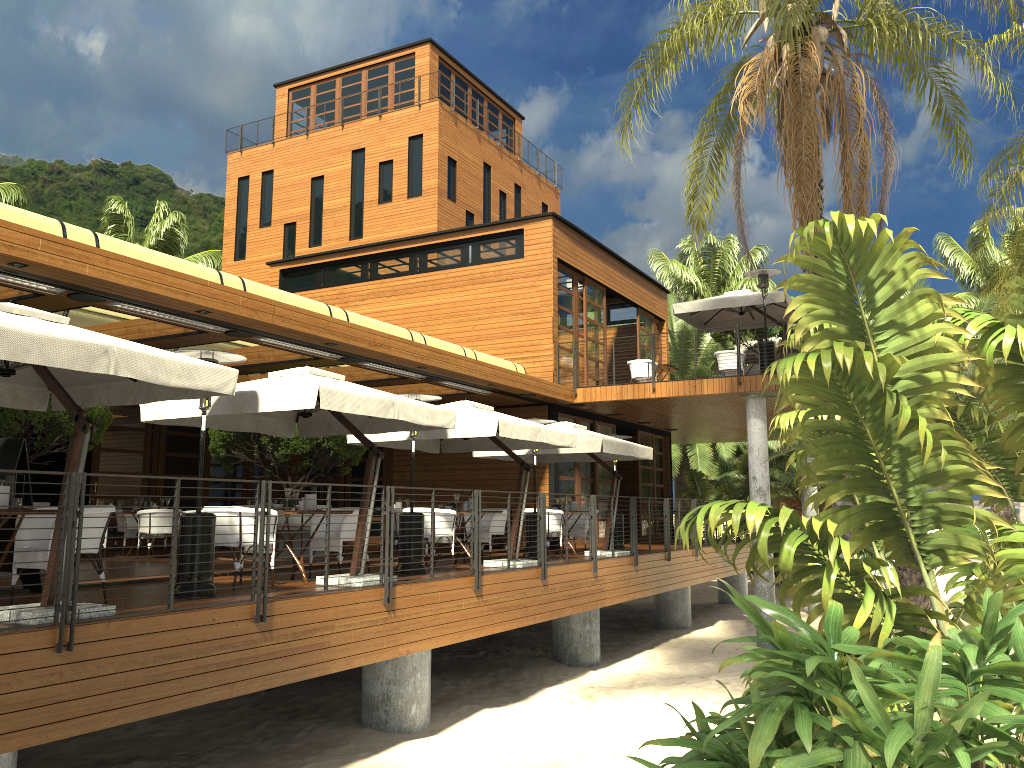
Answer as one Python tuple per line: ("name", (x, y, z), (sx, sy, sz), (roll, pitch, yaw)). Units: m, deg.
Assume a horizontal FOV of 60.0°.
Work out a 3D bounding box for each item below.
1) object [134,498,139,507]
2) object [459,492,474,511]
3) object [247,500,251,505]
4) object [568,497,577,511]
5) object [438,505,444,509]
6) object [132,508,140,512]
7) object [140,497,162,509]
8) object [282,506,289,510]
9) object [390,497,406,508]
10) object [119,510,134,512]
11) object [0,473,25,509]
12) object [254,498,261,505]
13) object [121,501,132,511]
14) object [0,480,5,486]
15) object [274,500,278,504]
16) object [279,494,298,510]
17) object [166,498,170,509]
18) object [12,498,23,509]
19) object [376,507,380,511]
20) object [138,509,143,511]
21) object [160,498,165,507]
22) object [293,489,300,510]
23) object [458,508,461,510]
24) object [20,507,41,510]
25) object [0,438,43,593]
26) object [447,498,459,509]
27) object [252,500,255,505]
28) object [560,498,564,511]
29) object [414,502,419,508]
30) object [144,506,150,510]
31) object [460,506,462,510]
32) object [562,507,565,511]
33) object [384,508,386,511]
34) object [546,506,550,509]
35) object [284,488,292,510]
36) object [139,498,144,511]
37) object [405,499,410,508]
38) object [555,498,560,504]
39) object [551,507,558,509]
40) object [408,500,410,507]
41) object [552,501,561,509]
("object", (-6.404, 2.056, 15.095), (0.082, 0.227, 0.082), (9, -13, -43))
("object", (-0.578, 1.638, 12.377), (0.263, 0.265, 0.263), (3, -9, -17))
("object", (-5.186, 2.400, 17.469), (0.082, 0.227, 0.082), (4, -10, -24))
("object", (1.031, 2.068, 15.349), (0.263, 0.265, 0.263), (3, -9, -17))
("object", (-0.986, 1.721, 12.333), (0.086, 0.086, 0.086), (-6, -10, 32))
("object", (-6.296, 2.106, 14.850), (0.116, 0.065, 0.116), (7, -11, -40))
("object", (-6.115, 2.029, 15.011), (0.263, 0.265, 0.263), (8, -12, -44))
("object", (-2.380, 1.307, 9.314), (0.080, 0.042, 0.080), (2, -9, -10))
("object", (-2.143, 2.252, 16.587), (0.263, 0.265, 0.263), (2, -9, -16))
("object", (-6.376, 2.103, 14.692), (0.170, 0.025, 0.294), (7, -11, -39))
("object", (-3.758, 0.789, 6.503), (0.263, 0.265, 0.263), (3, -9, -17))
("object", (-5.001, 2.419, 17.706), (0.263, 0.265, 0.263), (2, -9, -13))
("object", (-6.500, 2.069, 14.996), (0.163, 0.179, 0.167), (8, -12, -41))
("object", (-3.983, 0.857, 6.866), (0.082, 0.227, 0.082), (-5, -10, 29))
("object", (-4.776, 2.462, 17.902), (0.082, 0.227, 0.082), (4, -10, -24))
("object", (-2.430, 1.276, 9.579), (0.163, 0.179, 0.167), (-5, -10, 30))
("object", (-5.816, 2.038, 14.975), (0.082, 0.227, 0.082), (9, -13, -43))
("object", (-3.751, 0.907, 6.706), (0.086, 0.086, 0.086), (-6, -10, 32))
("object", (-2.522, 2.359, 16.703), (0.086, 0.086, 0.086), (-7, -11, 38))
("object", (-6.199, 2.111, 14.804), (0.080, 0.042, 0.080), (2, -9, -11))
("object", (-6.042, 2.088, 15.318), (0.082, 0.227, 0.082), (-8, -12, 39))
("object", (-2.391, 1.282, 9.808), (0.082, 0.227, 0.082), (-3, -10, 17))
("object", (-0.764, 1.791, 12.655), (0.080, 0.042, 0.080), (2, -9, -10))
("object", (-3.826, 0.966, 6.893), (0.294, 0.025, 0.170), (-4, -9, 28))
("object", (-4.789, 1.195, 8.007), (0.768, 1.401, 0.769), (-2, -9, 12))
("object", (-0.842, 1.700, 12.512), (0.163, 0.179, 0.167), (-5, -10, 30))
("object", (-5.216, 2.461, 17.889), (0.082, 0.227, 0.082), (3, -10, -19))
("object", (0.853, 2.057, 15.165), (0.082, 0.227, 0.082), (-5, -10, 29))
("object", (-1.801, 2.268, 16.406), (0.163, 0.179, 0.167), (2, -9, -13))
("object", (-6.058, 2.076, 14.722), (0.086, 0.086, 0.086), (0, -9, 1))
("object", (-0.677, 1.773, 12.612), (0.116, 0.065, 0.116), (-4, -10, 26))
("object", (0.931, 2.203, 15.584), (0.116, 0.065, 0.115), (-2, -9, 10))
("object", (-2.346, 2.351, 16.575), (0.116, 0.065, 0.115), (2, -9, -12))
("object", (0.623, 2.151, 15.305), (0.086, 0.086, 0.086), (-5, -10, 28))
("object", (-2.344, 1.203, 9.260), (0.082, 0.227, 0.082), (-5, -10, 29))
("object", (-6.164, 2.003, 14.731), (0.082, 0.227, 0.082), (-8, -12, 39))
("object", (-1.931, 2.236, 16.373), (0.082, 0.227, 0.082), (5, -10, -26))
("object", (0.806, 2.136, 15.713), (0.082, 0.227, 0.082), (-5, -10, 29))
("object", (0.728, 2.157, 15.266), (0.116, 0.065, 0.115), (-2, -9, 10))
("object", (-1.965, 2.299, 16.805), (0.082, 0.227, 0.082), (2, -9, -10))
("object", (0.766, 2.130, 15.484), (0.163, 0.179, 0.167), (-5, -10, 30))
